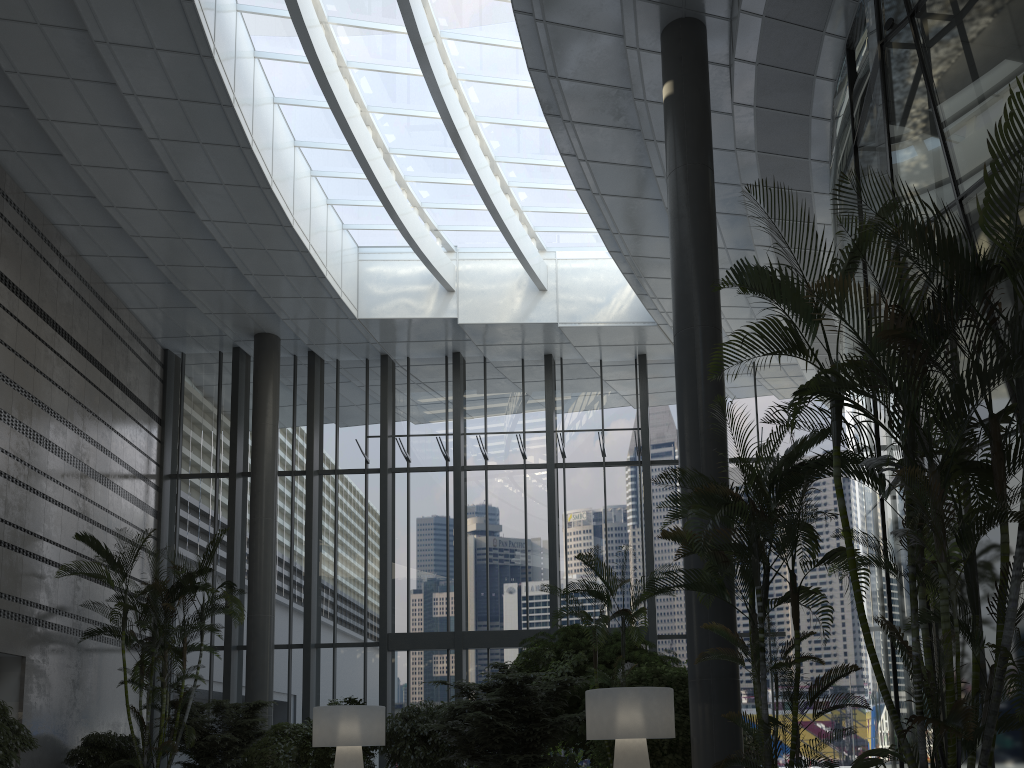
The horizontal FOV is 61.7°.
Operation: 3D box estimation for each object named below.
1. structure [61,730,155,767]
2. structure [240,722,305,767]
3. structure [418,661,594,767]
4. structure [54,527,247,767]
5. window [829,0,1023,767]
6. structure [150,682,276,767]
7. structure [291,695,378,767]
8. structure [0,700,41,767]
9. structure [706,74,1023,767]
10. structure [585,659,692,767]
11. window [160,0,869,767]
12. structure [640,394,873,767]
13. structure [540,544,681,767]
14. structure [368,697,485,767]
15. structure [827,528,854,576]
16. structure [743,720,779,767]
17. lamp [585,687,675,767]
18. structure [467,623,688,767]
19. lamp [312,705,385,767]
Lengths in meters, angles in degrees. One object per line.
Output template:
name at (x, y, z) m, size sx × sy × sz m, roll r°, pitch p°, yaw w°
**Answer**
structure at (-6.062, 5.982, 12.911) m, size 1.139 × 1.465 × 1.475 m, roll -13°, pitch -20°, yaw 41°
structure at (-3.301, 5.828, 12.776) m, size 1.491 × 1.526 × 1.634 m, roll 8°, pitch -18°, yaw -30°
structure at (-0.081, 4.593, 10.883) m, size 2.254 × 2.206 × 2.466 m, roll 2°, pitch -17°, yaw -12°
structure at (-5.199, 4.273, 12.599) m, size 2.521 × 4.426 × 2.582 m, roll -2°, pitch -12°, yaw 7°
window at (5.372, 1.115, 9.661) m, size 4.223 × 7.514 × 16.449 m, roll -2°, pitch -20°, yaw 3°
structure at (-4.651, 5.819, 13.498) m, size 1.891 × 2.176 × 1.950 m, roll 3°, pitch -15°, yaw -14°
structure at (-2.512, 5.443, 12.323) m, size 1.242 × 1.867 × 1.462 m, roll -7°, pitch -15°, yaw 26°
structure at (-6.478, 4.488, 9.878) m, size 1.632 × 1.869 × 2.156 m, roll -10°, pitch -19°, yaw 30°
structure at (2.389, 0.855, 4.924) m, size 2.481 × 4.425 × 2.628 m, roll 3°, pitch -12°, yaw -17°
structure at (1.659, 4.209, 9.821) m, size 1.578 × 2.019 × 1.660 m, roll -14°, pitch -19°, yaw 42°
window at (-2.004, -0.159, 8.683) m, size 13.535 × 9.465 × 19.982 m, roll -6°, pitch -21°, yaw 14°
structure at (1.926, 2.026, 6.561) m, size 1.671 × 3.543 × 2.131 m, roll 2°, pitch -12°, yaw -14°
structure at (1.101, 3.342, 9.317) m, size 1.430 × 3.290 × 1.266 m, roll 2°, pitch -10°, yaw -14°
structure at (-1.157, 5.477, 12.395) m, size 2.018 × 1.794 × 1.743 m, roll -12°, pitch -18°, yaw 32°
structure at (5.942, 3.882, 12.267) m, size 2.481 × 4.425 × 2.628 m, roll 3°, pitch -12°, yaw -17°
structure at (2.471, 4.732, 10.495) m, size 1.491 × 1.526 × 1.634 m, roll 8°, pitch -18°, yaw -30°
lamp at (1.132, 3.711, 8.078) m, size 0.873 × 1.588 × 0.849 m, roll 8°, pitch -14°, yaw -37°
structure at (1.032, 4.938, 12.513) m, size 3.754 × 2.804 × 3.396 m, roll -5°, pitch -17°, yaw 13°
lamp at (-1.924, 4.638, 10.106) m, size 0.832 × 1.588 × 0.890 m, roll -5°, pitch -12°, yaw 18°
